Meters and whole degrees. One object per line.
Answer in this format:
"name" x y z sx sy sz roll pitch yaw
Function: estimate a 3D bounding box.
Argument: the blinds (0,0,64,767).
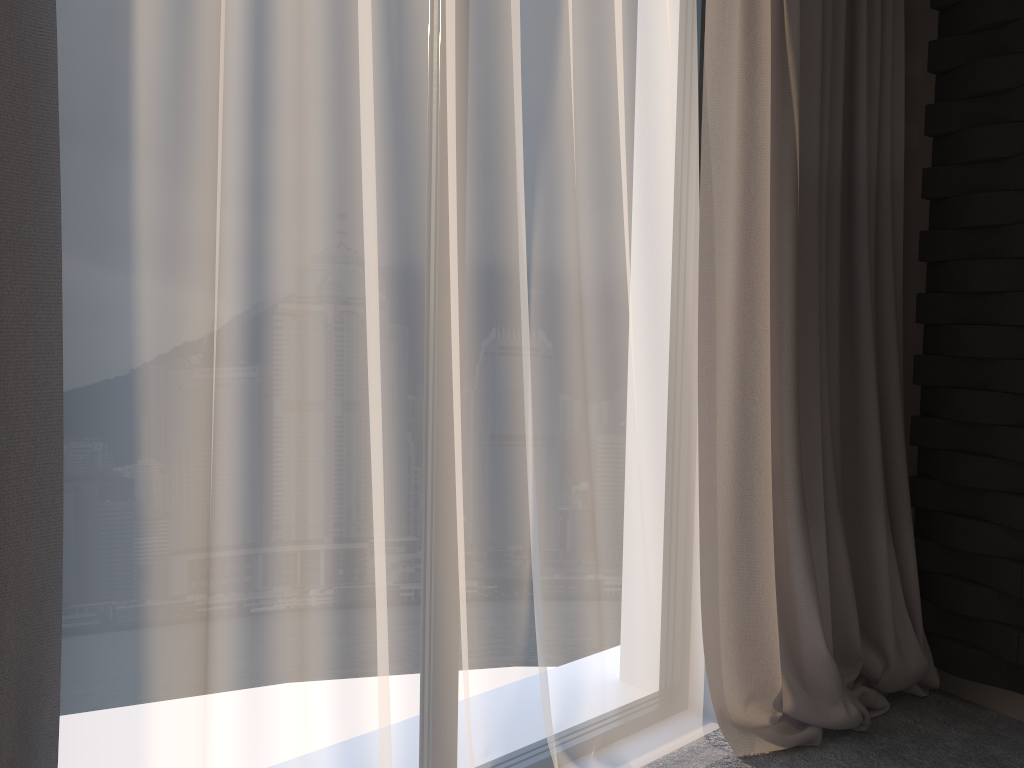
"blinds" -0.965 -0.225 0.760 1.110 2.639 0.338 -2 5 -41

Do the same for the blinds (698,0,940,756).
"blinds" 0.941 -0.308 2.524 1.057 2.638 0.322 -2 5 -42
